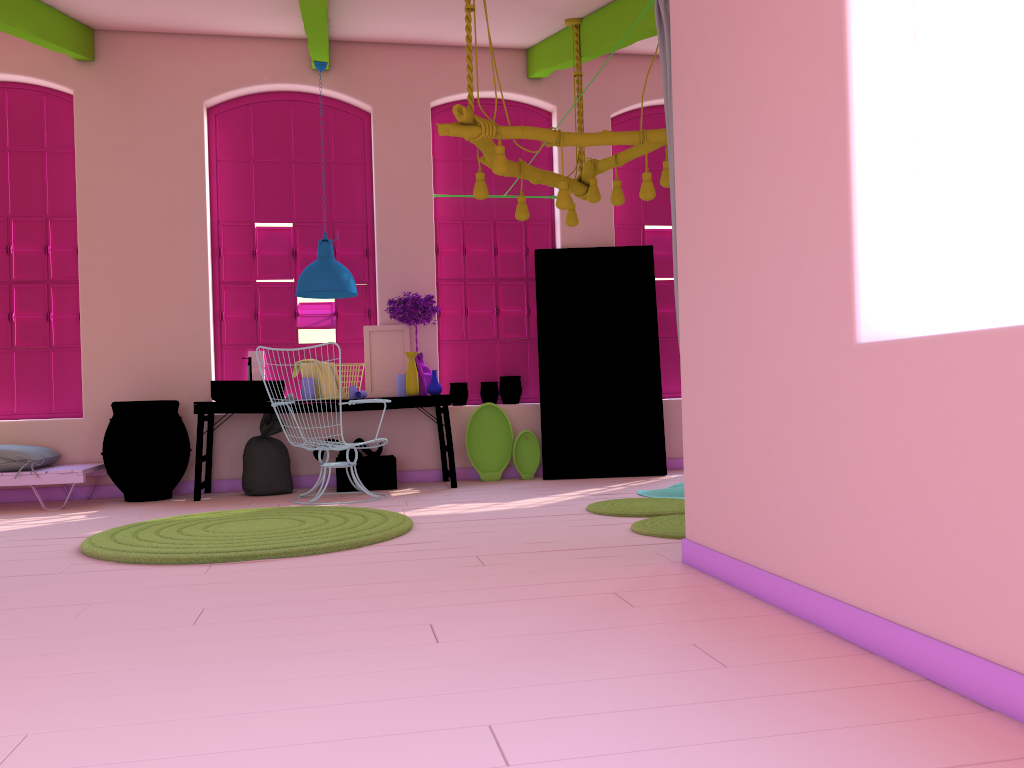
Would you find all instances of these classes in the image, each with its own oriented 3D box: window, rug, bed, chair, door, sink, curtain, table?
[{"bbox_3d":[-2.045,-1.249,8.343,1.497,3.003,0.492,-2,0,-11],"label":"window"},{"bbox_3d":[-1.561,0.889,5.389,1.888,0.050,1.889,-1,-1,-24],"label":"rug"},{"bbox_3d":[2.940,0.531,6.051,3.576,0.514,2.802,-2,-1,-11],"label":"bed"},{"bbox_3d":[-1.447,0.314,7.094,1.078,1.238,0.925,-2,0,24],"label":"chair"},{"bbox_3d":[1.707,-1.353,9.086,1.513,3.009,0.214,-2,0,-11],"label":"window"},{"bbox_3d":[0.826,-0.225,8.408,1.153,2.211,0.450,-2,0,-1],"label":"door"},{"bbox_3d":[1.090,0.816,5.077,0.792,0.021,0.792,-2,-1,16],"label":"rug"},{"bbox_3d":[0.910,0.832,5.995,0.792,0.021,0.792,-1,-1,-29],"label":"rug"},{"bbox_3d":[-2.243,0.057,7.546,0.609,0.194,0.340,-2,-1,-11],"label":"sink"},{"bbox_3d":[0.980,-0.573,4.308,0.525,2.785,0.518,-2,0,-30],"label":"curtain"},{"bbox_3d":[-0.162,-1.310,8.707,1.275,3.047,0.072,-2,0,-11],"label":"window"},{"bbox_3d":[-4.458,-1.190,7.865,1.275,3.047,0.072,-2,0,-11],"label":"window"},{"bbox_3d":[-1.625,0.532,7.838,2.192,0.821,0.655,-2,0,-11],"label":"table"}]

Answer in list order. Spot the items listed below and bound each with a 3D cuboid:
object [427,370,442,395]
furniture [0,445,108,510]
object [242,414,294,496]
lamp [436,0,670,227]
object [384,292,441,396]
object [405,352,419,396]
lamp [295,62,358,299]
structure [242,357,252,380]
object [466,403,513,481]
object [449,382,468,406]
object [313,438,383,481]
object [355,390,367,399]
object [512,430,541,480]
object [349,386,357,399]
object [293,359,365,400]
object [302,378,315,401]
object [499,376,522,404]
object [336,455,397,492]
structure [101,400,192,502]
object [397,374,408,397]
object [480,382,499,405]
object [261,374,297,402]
[{"bbox_3d":[-0.683,-0.012,7.826,0.132,0.219,0.132,-2,0,6],"label":"object"},{"bbox_3d":[-5.316,0.791,7.007,3.775,0.507,0.907,-2,-1,-11],"label":"furniture"},{"bbox_3d":[-5.583,0.252,5.872,7.864,1.580,2.827,-2,-1,-10],"label":"object"},{"bbox_3d":[0.208,-2.203,5.885,1.775,2.264,1.611,-2,0,-29],"label":"lamp"},{"bbox_3d":[-0.883,-0.363,8.042,0.441,0.950,0.502,-2,0,39],"label":"object"},{"bbox_3d":[-0.877,-0.088,7.769,0.116,0.383,0.116,-2,0,-37],"label":"object"},{"bbox_3d":[-1.612,-1.756,7.578,0.529,2.002,0.528,-2,0,20],"label":"lamp"},{"bbox_3d":[-2.307,-0.038,7.724,0.087,0.397,0.166,-2,0,-2],"label":"structure"},{"bbox_3d":[-0.227,0.541,8.346,0.451,0.733,0.218,-2,0,-11],"label":"object"},{"bbox_3d":[-0.509,0.098,8.512,0.182,0.222,0.182,-2,0,-34],"label":"object"},{"bbox_3d":[-1.457,0.706,7.926,0.672,0.448,0.300,-1,0,-35],"label":"object"},{"bbox_3d":[-1.322,0.095,7.742,0.076,0.076,0.137,-2,-1,9],"label":"object"},{"bbox_3d":[0.112,0.664,8.336,0.284,0.462,0.137,-2,0,-26],"label":"object"},{"bbox_3d":[-1.399,0.073,7.790,0.065,0.118,0.065,-2,0,38],"label":"object"},{"bbox_3d":[-1.632,-0.039,7.918,0.633,0.369,0.444,-2,0,-11],"label":"object"},{"bbox_3d":[-1.763,0.044,7.672,0.109,0.197,0.109,-2,0,-19],"label":"object"},{"bbox_3d":[-0.013,0.059,8.612,0.223,0.272,0.223,-2,0,-24],"label":"object"},{"bbox_3d":[-1.305,0.795,7.922,0.521,0.277,0.446,-2,0,-11],"label":"object"},{"bbox_3d":[-3.106,0.564,7.549,0.718,0.845,0.718,-1,0,-44],"label":"structure"},{"bbox_3d":[-0.971,0.013,7.904,0.109,0.197,0.109,-2,0,26],"label":"object"},{"bbox_3d":[-0.217,0.090,8.569,0.182,0.222,0.182,-2,0,-29],"label":"object"},{"bbox_3d":[-2.055,0.030,7.796,0.411,0.250,0.165,-2,0,24],"label":"object"}]
